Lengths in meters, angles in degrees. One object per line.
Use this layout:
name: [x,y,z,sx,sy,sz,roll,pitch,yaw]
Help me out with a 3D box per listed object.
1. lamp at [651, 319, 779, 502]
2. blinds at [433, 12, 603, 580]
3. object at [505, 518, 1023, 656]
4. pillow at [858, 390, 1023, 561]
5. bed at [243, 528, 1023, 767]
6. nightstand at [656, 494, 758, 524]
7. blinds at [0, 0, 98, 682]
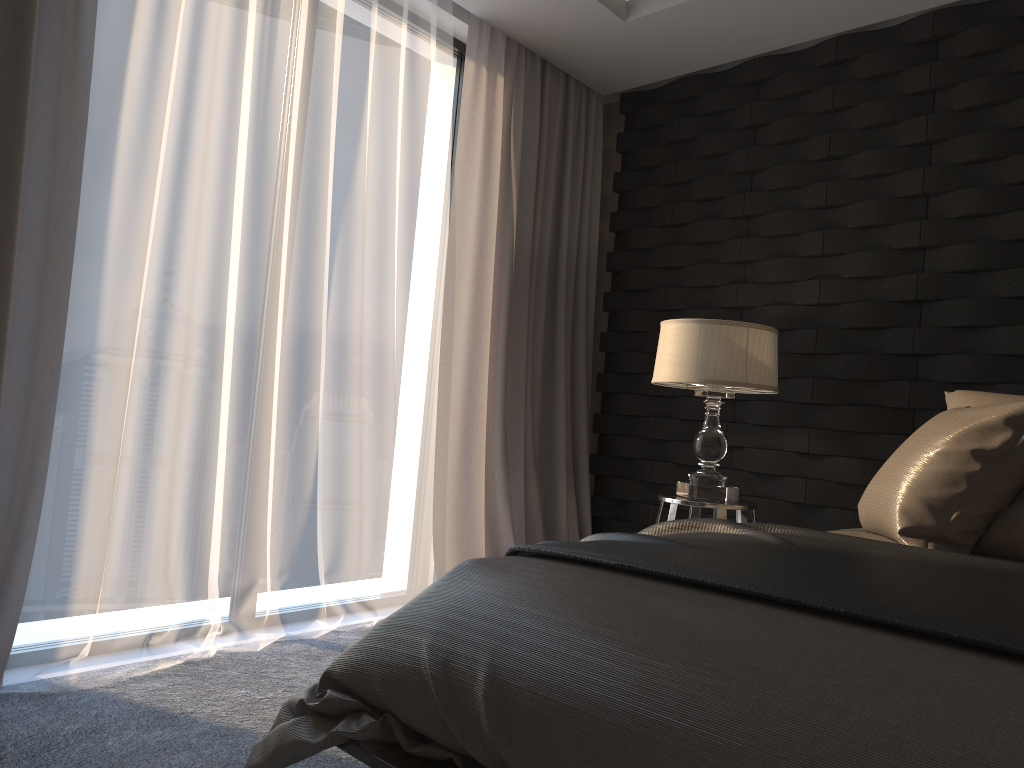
lamp: [0.736,0.104,3.230,0.476,0.631,0.455,6,-3,-11]
blinds: [0.131,-0.322,3.950,0.322,2.643,1.053,3,-4,38]
object: [0.764,0.471,1.394,0.653,0.322,1.939,7,-3,-44]
pillow: [1.417,0.169,2.054,0.949,0.519,1.189,7,-3,-42]
bed: [1.095,0.689,1.712,2.420,0.625,2.165,7,-3,-43]
nightstand: [0.688,0.719,3.184,0.578,0.604,0.523,7,-3,-31]
blinds: [-1.440,-0.523,1.903,0.339,2.644,1.106,3,-4,39]
